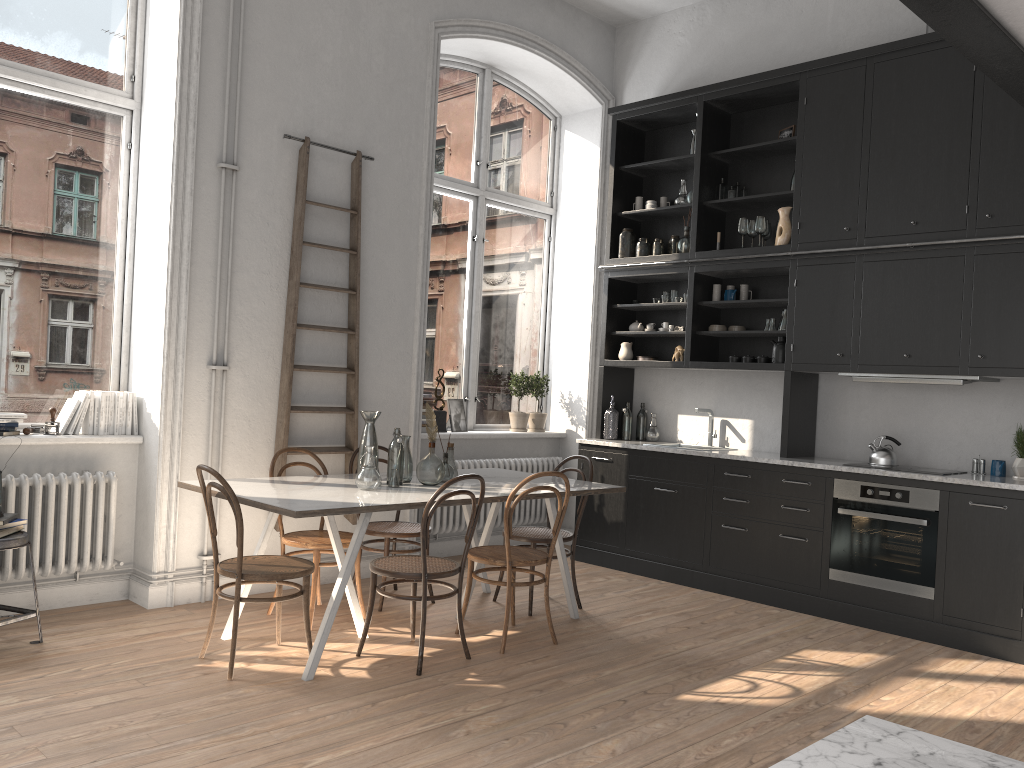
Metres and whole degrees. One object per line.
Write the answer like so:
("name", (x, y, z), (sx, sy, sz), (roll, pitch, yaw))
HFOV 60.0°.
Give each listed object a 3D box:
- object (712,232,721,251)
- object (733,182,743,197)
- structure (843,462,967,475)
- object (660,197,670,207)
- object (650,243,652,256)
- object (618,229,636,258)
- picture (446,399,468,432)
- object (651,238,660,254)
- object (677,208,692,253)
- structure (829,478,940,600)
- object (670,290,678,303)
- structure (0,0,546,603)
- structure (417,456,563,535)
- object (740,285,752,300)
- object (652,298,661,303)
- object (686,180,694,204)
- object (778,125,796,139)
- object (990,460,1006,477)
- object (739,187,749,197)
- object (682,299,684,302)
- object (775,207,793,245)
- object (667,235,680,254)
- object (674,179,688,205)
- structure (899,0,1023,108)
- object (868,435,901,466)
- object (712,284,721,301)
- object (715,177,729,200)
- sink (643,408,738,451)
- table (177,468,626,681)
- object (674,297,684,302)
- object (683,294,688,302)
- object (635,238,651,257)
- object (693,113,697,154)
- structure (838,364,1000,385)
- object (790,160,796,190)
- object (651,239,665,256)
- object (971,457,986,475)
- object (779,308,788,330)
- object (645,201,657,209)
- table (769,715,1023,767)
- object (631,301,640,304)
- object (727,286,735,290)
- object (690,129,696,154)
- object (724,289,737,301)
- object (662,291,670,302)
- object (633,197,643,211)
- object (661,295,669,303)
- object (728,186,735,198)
("object", (1.512, -1.035, 6.492), (0.123, 0.161, 0.123), (3, 0, -36))
("object", (1.674, -1.411, 6.593), (0.065, 0.177, 0.084), (3, 0, -23))
("structure", (2.410, 0.520, 5.450), (0.592, 0.011, 0.427), (3, 0, 45))
("object", (1.209, -1.414, 7.040), (0.059, 0.135, 0.082), (3, 0, -22))
("object", (1.100, -1.053, 7.169), (0.114, 0.155, 0.114), (3, 0, 0))
("object", (0.913, -1.104, 7.017), (0.118, 0.238, 0.118), (3, 0, 30))
("picture", (-0.460, 0.248, 6.964), (0.149, 0.264, 0.221), (3, 0, 29))
("object", (1.156, -1.059, 7.043), (0.092, 0.184, 0.092), (3, 0, 10))
("object", (1.305, -1.144, 6.615), (0.134, 0.357, 0.134), (3, 0, 0))
("structure", (2.386, 0.914, 5.447), (0.622, 0.623, 0.618), (3, 0, 45))
("object", (1.241, -0.665, 6.795), (0.060, 0.107, 0.060), (3, 0, -17))
("structure", (-1.338, -0.958, 5.623), (5.183, 4.474, 0.340), (3, 0, -45))
("structure", (-0.179, 0.860, 6.993), (0.194, 0.552, 1.577), (3, 0, 45))
("object", (1.706, -0.656, 6.479), (0.082, 0.135, 0.059), (3, 0, 28))
("object", (1.125, -0.640, 6.900), (0.071, 0.047, 0.071), (3, 0, -7))
("object", (1.381, -1.509, 6.674), (0.123, 0.340, 0.118), (3, 0, -26))
("object", (1.941, -1.738, 6.233), (0.056, 0.121, 0.167), (3, 0, -20))
("object", (2.878, 0.499, 5.247), (0.082, 0.093, 0.140), (3, 0, 35))
("object", (1.697, -1.382, 6.488), (0.044, 0.121, 0.058), (3, 0, -18))
("object", (1.317, -0.630, 6.798), (0.071, 0.047, 0.071), (3, 0, -17))
("object", (1.862, -1.070, 6.064), (0.094, 0.267, 0.116), (3, 0, -3))
("object", (1.266, -1.059, 6.902), (0.092, 0.184, 0.092), (3, 0, -30))
("object", (1.311, -1.452, 6.788), (0.132, 0.219, 0.132), (3, 0, 19))
("structure", (2.909, -1.564, 1.306), (4.157, 1.213, 5.928), (3, 0, 45))
("object", (2.363, 0.420, 5.638), (0.171, 0.186, 0.171), (3, 0, -34))
("object", (1.515, -0.664, 6.561), (0.059, 0.135, 0.082), (3, 0, 13))
("object", (1.553, -1.429, 6.558), (0.084, 0.199, 0.065), (3, 0, -23))
("sink", (1.337, 0.433, 6.567), (0.526, 0.505, 0.514), (3, 0, 45))
("table", (-0.516, 0.931, 4.799), (1.100, 0.780, 2.200), (3, 0, 45))
("object", (1.266, -0.633, 6.730), (0.071, 0.047, 0.071), (3, 0, -7))
("object", (1.318, -0.641, 6.673), (0.064, 0.069, 0.064), (3, 0, 38))
("object", (1.025, -1.057, 6.930), (0.114, 0.155, 0.114), (3, 0, -42))
("object", (1.419, -1.869, 6.686), (0.100, 0.330, 0.097), (3, 1, 41))
("structure", (2.528, -0.058, 5.542), (0.843, 0.123, 0.379), (3, 0, 45))
("object", (2.005, -1.434, 6.202), (0.110, 0.255, 0.100), (3, 0, 10))
("object", (1.136, -1.048, 6.897), (0.096, 0.150, 0.096), (3, 0, 33))
("object", (2.813, 0.485, 5.343), (0.040, 0.116, 0.080), (3, 0, -40))
("object", (1.887, -0.440, 6.118), (0.083, 0.158, 0.083), (3, 0, 29))
("object", (1.105, -1.400, 7.042), (0.096, 0.095, 0.096), (3, 0, -11))
("table", (1.070, 1.201, 2.100), (0.849, 0.392, 0.849), (3, 0, 45))
("object", (0.996, -0.646, 7.160), (0.071, 0.047, 0.071), (3, 0, -7))
("object", (1.612, -0.660, 6.583), (0.082, 0.135, 0.059), (3, 0, -17))
("object", (1.394, -1.821, 6.781), (0.070, 0.231, 0.067), (3, 1, 41))
("object", (1.593, -0.640, 6.476), (0.082, 0.093, 0.140), (3, 0, 10))
("object", (1.200, -0.666, 6.930), (0.060, 0.107, 0.060), (3, 0, 13))
("object", (1.013, -1.424, 7.101), (0.059, 0.135, 0.082), (3, 0, -17))
("object", (1.180, -0.648, 6.837), (0.064, 0.069, 0.064), (3, 0, 3))
("object", (1.606, -1.388, 6.487), (0.053, 0.125, 0.041), (3, 0, 12))
